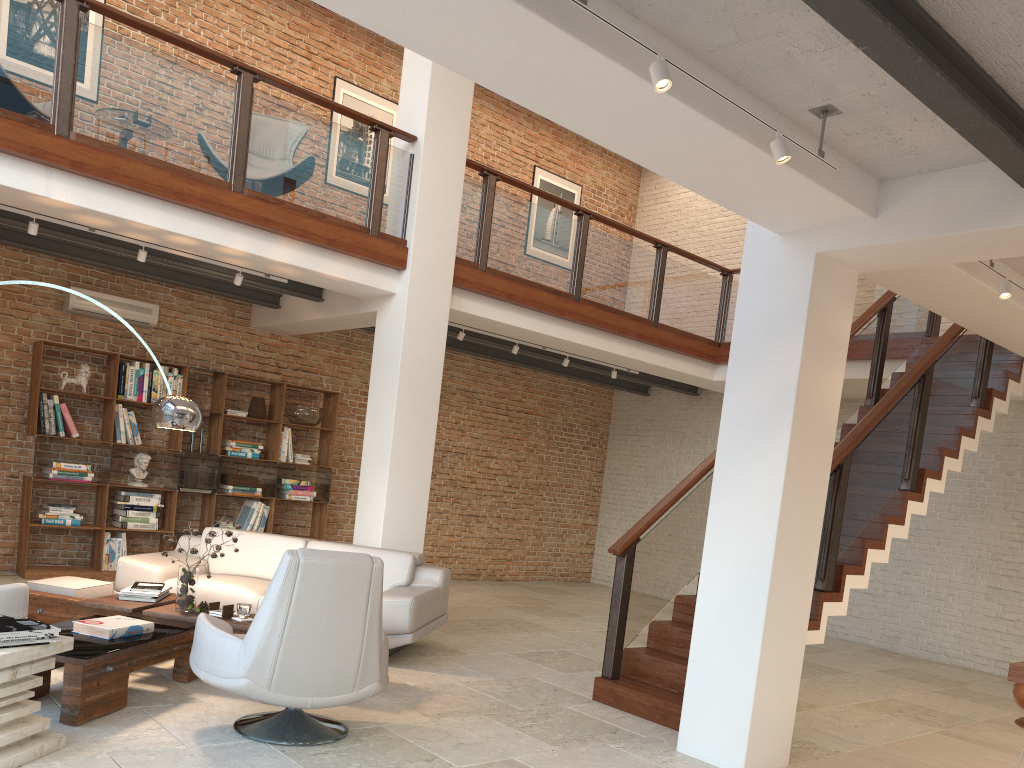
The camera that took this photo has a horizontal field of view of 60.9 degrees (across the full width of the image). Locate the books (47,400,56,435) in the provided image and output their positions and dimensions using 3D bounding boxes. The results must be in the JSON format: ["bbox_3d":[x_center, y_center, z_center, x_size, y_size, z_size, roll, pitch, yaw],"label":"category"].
[{"bbox_3d":[-4.338,0.311,8.158,0.103,0.335,0.251,4,2,-41],"label":"books"}]

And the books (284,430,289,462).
[{"bbox_3d":[-2.560,0.682,9.679,0.021,0.360,0.269,3,3,-41],"label":"books"}]

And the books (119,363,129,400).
[{"bbox_3d":[-3.807,-0.025,8.523,0.021,0.360,0.269,3,3,-41],"label":"books"}]

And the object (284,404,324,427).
[{"bbox_3d":[-2.335,0.360,9.788,0.438,0.219,0.437,7,-4,1],"label":"object"}]

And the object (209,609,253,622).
[{"bbox_3d":[-1.672,1.419,5.361,0.247,0.035,0.274,4,-7,21],"label":"object"}]

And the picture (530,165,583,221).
[{"bbox_3d":[0.579,-2.279,12.076,0.922,1.199,0.027,6,3,-40],"label":"picture"}]

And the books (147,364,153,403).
[{"bbox_3d":[-3.637,-0.003,8.658,0.037,0.384,0.241,3,3,-41],"label":"books"}]

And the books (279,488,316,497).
[{"bbox_3d":[-2.429,1.229,9.881,0.252,0.056,0.331,1,-8,44],"label":"books"}]

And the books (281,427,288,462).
[{"bbox_3d":[-2.574,0.664,9.652,0.037,0.384,0.241,3,3,-41],"label":"books"}]

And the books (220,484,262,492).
[{"bbox_3d":[-2.934,1.123,9.416,0.384,0.036,0.242,12,-8,-42],"label":"books"}]

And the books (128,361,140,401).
[{"bbox_3d":[-3.733,-0.024,8.568,0.037,0.384,0.241,3,3,-41],"label":"books"}]

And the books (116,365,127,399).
[{"bbox_3d":[-3.839,-0.017,8.499,0.056,0.330,0.251,3,2,-41],"label":"books"}]

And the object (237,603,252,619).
[{"bbox_3d":[-1.626,1.379,5.286,0.091,0.085,0.091,6,-2,9],"label":"object"}]

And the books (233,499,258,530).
[{"bbox_3d":[-2.919,1.450,9.526,0.164,0.373,0.241,5,2,-41],"label":"books"}]

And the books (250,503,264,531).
[{"bbox_3d":[-2.840,1.472,9.578,0.098,0.355,0.269,4,2,-41],"label":"books"}]

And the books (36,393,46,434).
[{"bbox_3d":[-4.384,0.272,8.077,0.092,0.385,0.241,4,3,-41],"label":"books"}]

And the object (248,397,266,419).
[{"bbox_3d":[-2.737,0.261,9.377,0.192,0.233,0.194,7,0,7],"label":"object"}]

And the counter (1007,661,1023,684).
[{"bbox_3d":[3.397,1.713,3.169,1.706,0.919,2.474,10,-6,-41],"label":"counter"}]

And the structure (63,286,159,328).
[{"bbox_3d":[-3.884,-0.737,8.474,0.822,0.219,0.198,12,-4,-41],"label":"structure"}]

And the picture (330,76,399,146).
[{"bbox_3d":[-1.701,-2.772,10.076,0.922,1.199,0.027,6,3,-40],"label":"picture"}]

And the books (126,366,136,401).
[{"bbox_3d":[-3.768,-0.005,8.537,0.056,0.330,0.251,3,2,-41],"label":"books"}]

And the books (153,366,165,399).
[{"bbox_3d":[-3.560,0.016,8.743,0.037,0.384,0.241,3,3,-41],"label":"books"}]

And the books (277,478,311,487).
[{"bbox_3d":[-2.470,1.107,9.840,0.330,0.055,0.253,10,-7,-31],"label":"books"}]

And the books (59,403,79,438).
[{"bbox_3d":[-4.222,0.343,8.250,0.196,0.319,0.252,6,1,-41],"label":"books"}]

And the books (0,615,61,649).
[{"bbox_3d":[-2.252,1.025,3.693,0.563,0.079,0.394,3,-7,33],"label":"books"}]

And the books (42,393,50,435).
[{"bbox_3d":[-4.361,0.278,8.108,0.092,0.385,0.241,4,3,-41],"label":"books"}]

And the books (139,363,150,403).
[{"bbox_3d":[-3.658,-0.009,8.626,0.037,0.384,0.241,3,3,-41],"label":"books"}]

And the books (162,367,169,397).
[{"bbox_3d":[-3.523,0.021,8.758,0.037,0.384,0.241,3,3,-41],"label":"books"}]

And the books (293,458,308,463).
[{"bbox_3d":[-2.394,0.862,9.833,0.134,0.034,0.204,10,-7,-30],"label":"books"}]

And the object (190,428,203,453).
[{"bbox_3d":[-3.250,0.506,8.997,0.122,0.400,0.061,4,5,-38],"label":"object"}]

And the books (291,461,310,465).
[{"bbox_3d":[-2.401,0.889,9.851,0.173,0.019,0.235,11,-7,-32],"label":"books"}]

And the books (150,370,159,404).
[{"bbox_3d":[-3.595,0.032,8.680,0.056,0.330,0.251,3,2,-41],"label":"books"}]

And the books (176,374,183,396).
[{"bbox_3d":[-3.430,0.072,8.866,0.056,0.330,0.251,3,2,-41],"label":"books"}]

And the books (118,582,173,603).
[{"bbox_3d":[-2.390,1.350,5.679,0.251,0.074,0.401,8,-6,-8],"label":"books"}]

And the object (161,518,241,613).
[{"bbox_3d":[-1.912,1.117,5.476,0.315,0.607,0.545,7,0,20],"label":"object"}]

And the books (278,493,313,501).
[{"bbox_3d":[-2.455,1.280,9.869,0.330,0.055,0.253,12,-8,-38],"label":"books"}]

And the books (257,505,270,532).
[{"bbox_3d":[-2.789,1.493,9.618,0.117,0.334,0.251,4,2,-41],"label":"books"}]

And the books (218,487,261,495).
[{"bbox_3d":[-2.950,1.162,9.454,0.242,0.036,0.384,1,-9,44],"label":"books"}]

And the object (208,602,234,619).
[{"bbox_3d":[-1.771,1.377,5.304,0.114,0.082,0.095,6,-2,21],"label":"object"}]

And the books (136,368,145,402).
[{"bbox_3d":[-3.710,0.011,8.612,0.056,0.330,0.251,3,2,-41],"label":"books"}]

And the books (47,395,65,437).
[{"bbox_3d":[-4.273,0.297,8.169,0.122,0.382,0.241,4,3,-41],"label":"books"}]

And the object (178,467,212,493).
[{"bbox_3d":[-3.320,0.995,9.047,0.339,0.233,0.281,9,-3,-41],"label":"object"}]

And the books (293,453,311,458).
[{"bbox_3d":[-2.388,0.809,9.829,0.204,0.034,0.134,2,-8,39],"label":"books"}]

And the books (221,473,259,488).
[{"bbox_3d":[-2.939,1.043,9.410,0.339,0.119,0.211,11,-6,-41],"label":"books"}]

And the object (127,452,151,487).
[{"bbox_3d":[-3.725,0.853,8.717,0.197,0.351,0.191,6,2,-25],"label":"object"}]

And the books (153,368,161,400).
[{"bbox_3d":[-3.574,0.024,8.715,0.021,0.360,0.269,3,3,-41],"label":"books"}]

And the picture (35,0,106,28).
[{"bbox_3d":[-4.191,-3.311,7.893,0.922,1.199,0.027,6,3,-40],"label":"picture"}]

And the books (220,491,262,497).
[{"bbox_3d":[-2.934,1.192,9.454,0.360,0.020,0.270,12,-9,-42],"label":"books"}]

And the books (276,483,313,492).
[{"bbox_3d":[-2.464,1.166,9.856,0.330,0.055,0.252,12,-8,-40],"label":"books"}]

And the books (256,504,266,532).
[{"bbox_3d":[-2.831,1.478,9.599,0.098,0.355,0.269,4,2,-41],"label":"books"}]

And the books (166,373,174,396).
[{"bbox_3d":[-3.488,0.056,8.786,0.056,0.330,0.251,3,2,-41],"label":"books"}]

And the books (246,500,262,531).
[{"bbox_3d":[-2.873,1.455,9.536,0.162,0.374,0.241,5,2,-41],"label":"books"}]

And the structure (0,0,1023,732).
[{"bbox_3d":[2.156,0.134,4.874,10.277,4.138,13.734,11,-7,-40],"label":"structure"}]

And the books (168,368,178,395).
[{"bbox_3d":[-3.453,0.037,8.820,0.037,0.384,0.241,3,3,-41],"label":"books"}]

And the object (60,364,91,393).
[{"bbox_3d":[-4.101,-0.066,8.186,0.254,0.283,0.129,7,2,-33],"label":"object"}]

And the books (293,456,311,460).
[{"bbox_3d":[-2.388,0.837,9.839,0.173,0.019,0.234,12,-8,-37],"label":"books"}]

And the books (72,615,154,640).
[{"bbox_3d":[-2.165,1.323,4.744,0.253,0.056,0.330,5,-6,20],"label":"books"}]
